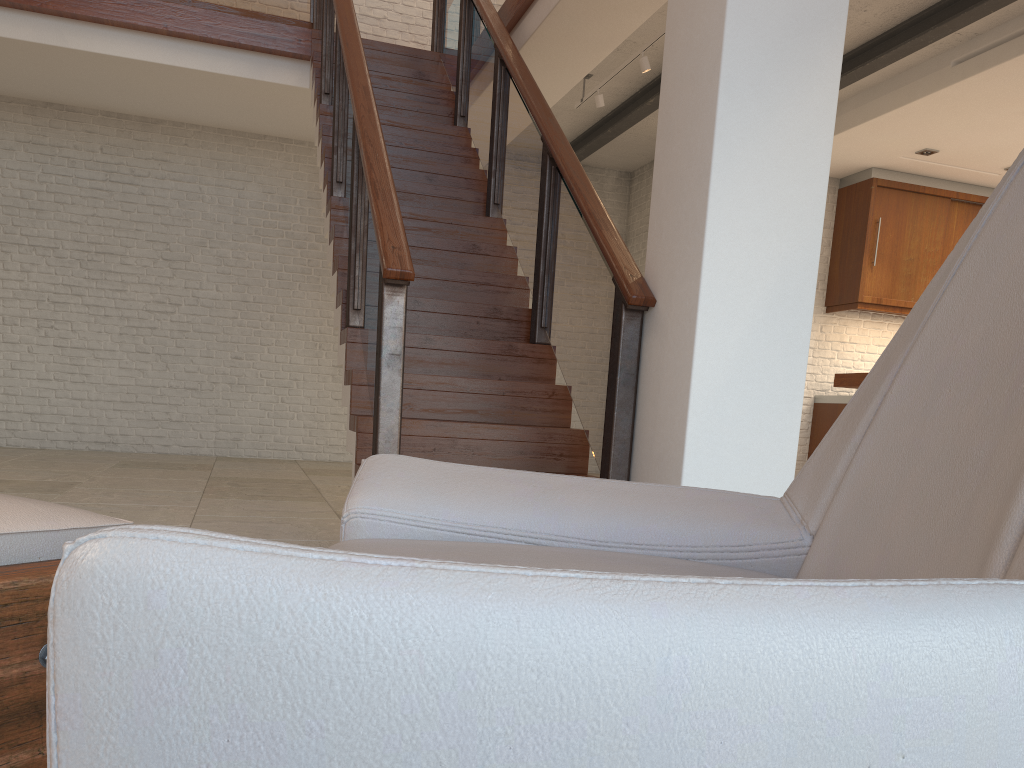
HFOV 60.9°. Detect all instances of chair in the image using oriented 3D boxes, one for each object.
[{"bbox_3d":[0.226,0.153,0.916,0.973,1.032,1.011,4,4,-1],"label":"chair"}]

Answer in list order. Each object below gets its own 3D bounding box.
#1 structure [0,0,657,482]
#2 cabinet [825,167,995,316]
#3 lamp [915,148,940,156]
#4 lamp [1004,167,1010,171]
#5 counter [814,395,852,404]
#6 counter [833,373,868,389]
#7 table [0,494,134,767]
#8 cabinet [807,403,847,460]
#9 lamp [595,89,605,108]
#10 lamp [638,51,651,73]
[{"bbox_3d":[1.040,-1.308,3.645,13.888,4.205,10.007,4,0,-17],"label":"structure"},{"bbox_3d":[4.526,-1.116,8.095,3.350,1.189,0.450,4,7,-17],"label":"cabinet"},{"bbox_3d":[3.254,-1.836,6.829,0.124,0.056,0.122,4,0,-17],"label":"lamp"},{"bbox_3d":[4.106,-1.772,7.095,0.124,0.056,0.122,4,0,-17],"label":"lamp"},{"bbox_3d":[4.888,0.244,6.864,3.341,0.071,3.472,4,-2,-17],"label":"counter"},{"bbox_3d":[3.195,0.490,4.482,2.502,0.935,1.660,4,1,-17],"label":"counter"},{"bbox_3d":[-0.901,0.345,0.262,1.952,0.435,2.200,3,-1,34],"label":"table"},{"bbox_3d":[5.190,-0.260,7.151,4.731,2.877,2.257,5,4,37],"label":"cabinet"},{"bbox_3d":[0.616,-1.998,6.125,0.058,0.131,0.086,10,8,43],"label":"lamp"},{"bbox_3d":[0.829,-2.004,5.446,0.086,0.131,0.059,2,7,-15],"label":"lamp"}]
